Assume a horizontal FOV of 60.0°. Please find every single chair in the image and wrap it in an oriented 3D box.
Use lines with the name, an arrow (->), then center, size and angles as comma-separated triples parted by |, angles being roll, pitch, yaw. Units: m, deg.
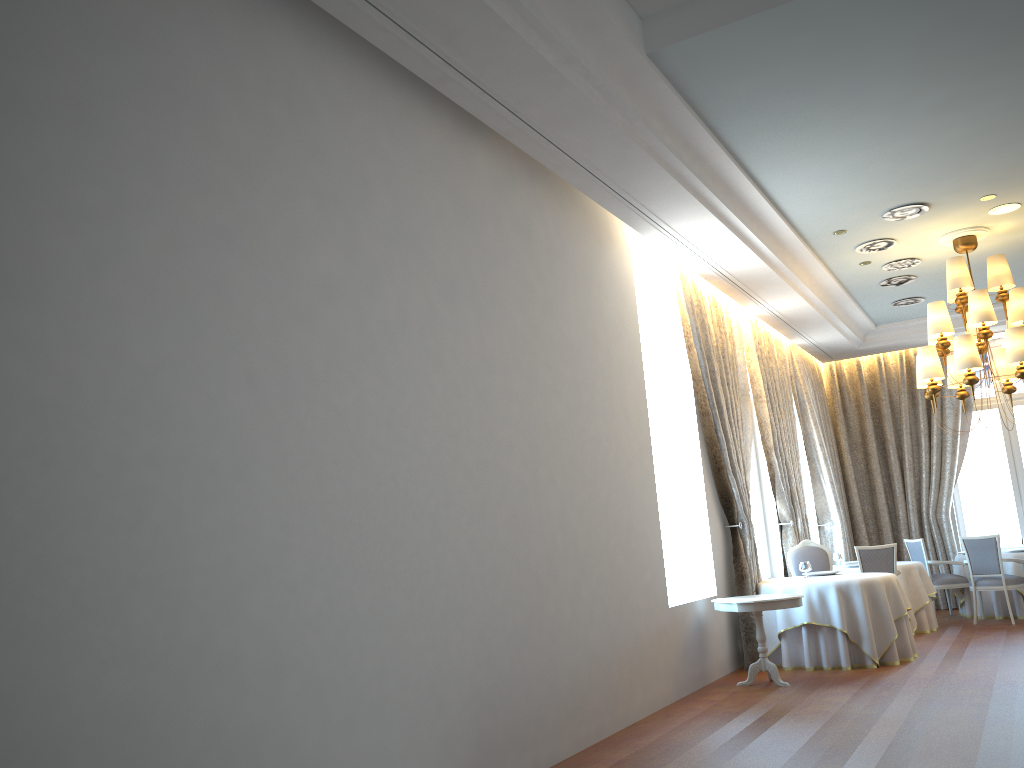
chair -> 6.210, 2.496, 11.429 | 0.629, 1.108, 0.650 | 6, -15, -44
chair -> 4.317, 2.475, 10.550 | 0.650, 1.108, 0.629 | -5, -11, 4
chair -> 3.523, 2.399, 10.135 | 0.563, 1.233, 0.690 | -5, -11, 4
chair -> 5.970, 2.701, 12.399 | 0.629, 1.108, 0.650 | -3, -11, -5

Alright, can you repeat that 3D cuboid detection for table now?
table -> 4.637, 2.810, 11.559 | 1.667, 0.890, 1.663 | -9, -12, 23
table -> 2.287, 2.361, 8.099 | 0.761, 0.801, 0.760 | 0, -12, -21
table -> 7.033, 2.761, 12.274 | 1.663, 0.890, 1.667 | 5, -14, -41
table -> 3.306, 2.481, 9.303 | 1.663, 0.890, 1.667 | -8, -11, 18

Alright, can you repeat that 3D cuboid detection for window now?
window -> 7.711, 0.913, 13.686 | 1.881, 3.306, 0.196 | -10, -12, 29
window -> 2.775, 0.759, 10.884 | 0.259, 3.306, 1.882 | -10, -12, 29

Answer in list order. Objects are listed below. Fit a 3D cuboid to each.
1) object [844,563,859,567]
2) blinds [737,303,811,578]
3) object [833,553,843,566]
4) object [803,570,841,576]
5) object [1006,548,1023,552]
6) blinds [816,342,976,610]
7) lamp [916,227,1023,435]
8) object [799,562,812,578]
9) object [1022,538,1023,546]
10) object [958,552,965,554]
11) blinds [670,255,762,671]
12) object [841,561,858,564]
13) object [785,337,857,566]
object -> 4.423, 2.288, 11.218 | 0.419, 0.036, 0.419 | -10, -12, 28
blinds -> 3.653, 0.902, 11.805 | 0.335, 4.969, 2.257 | -11, -12, 29
object -> 4.411, 2.372, 11.996 | 0.128, 0.165, 0.128 | -10, -12, 29
object -> 3.417, 2.089, 9.773 | 0.419, 0.036, 0.419 | -10, -12, 28
object -> 6.878, 2.234, 11.931 | 0.419, 0.036, 0.419 | -10, -12, 28
blinds -> 6.230, 1.131, 14.043 | 2.535, 4.901, 0.386 | -10, -12, 29
lamp -> 4.940, -0.570, 9.345 | 1.373, 2.121, 1.373 | 0, -12, -23
object -> 3.169, 2.003, 9.567 | 0.128, 0.165, 0.128 | -7, -11, 11
object -> 7.081, 2.203, 12.194 | 0.128, 0.165, 0.128 | -10, -12, 29
object -> 6.500, 2.367, 12.474 | 0.419, 0.036, 0.419 | -10, -12, 28
blinds -> 2.399, 0.597, 9.712 | 0.315, 4.930, 2.204 | -10, -12, 29
object -> 4.704, 2.434, 12.095 | 0.419, 0.036, 0.419 | -10, -12, 28
object -> 4.808, 1.211, 13.639 | 0.386, 4.901, 2.121 | -10, -12, 29
